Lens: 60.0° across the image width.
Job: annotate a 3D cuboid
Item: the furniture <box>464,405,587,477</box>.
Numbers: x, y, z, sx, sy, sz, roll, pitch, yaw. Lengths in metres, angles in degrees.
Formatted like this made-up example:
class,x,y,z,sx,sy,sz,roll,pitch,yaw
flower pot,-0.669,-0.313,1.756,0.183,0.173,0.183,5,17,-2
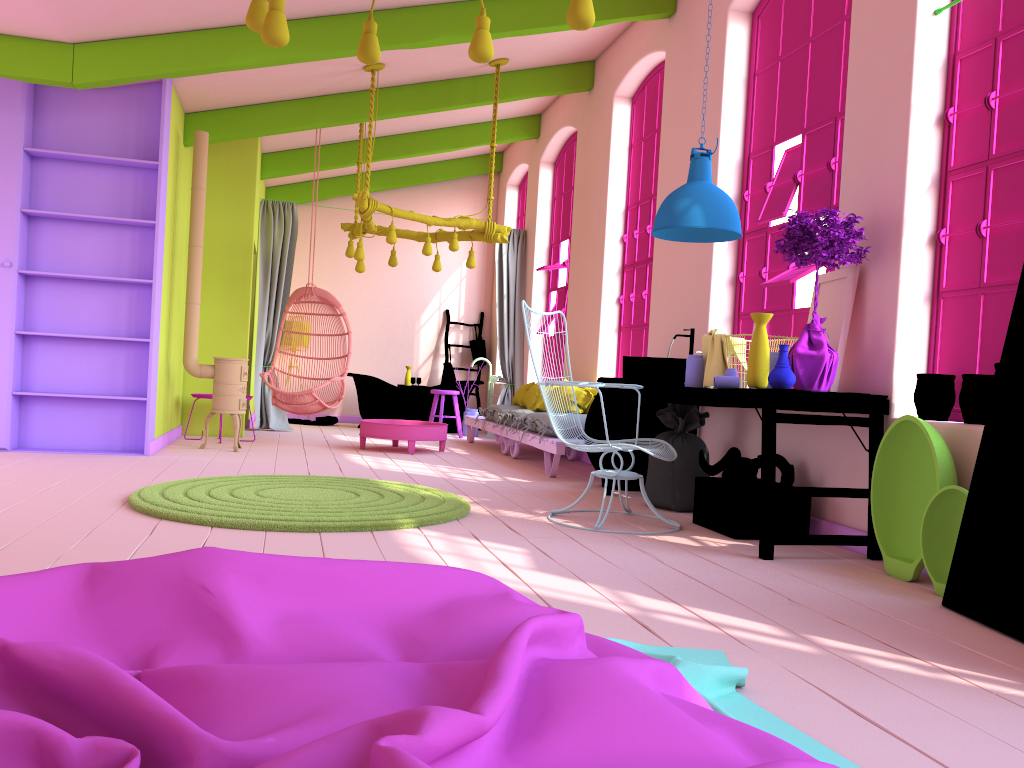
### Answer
class,x,y,z,sx,sy,sz,roll,pitch,yaw
furniture,0.232,0.494,8.991,0.908,0.507,3.774,3,0,-14

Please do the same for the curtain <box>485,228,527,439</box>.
class,x,y,z,sx,sy,sz,roll,pitch,yaw
curtain,-0.020,-0.636,11.358,0.518,2.786,0.525,3,1,5

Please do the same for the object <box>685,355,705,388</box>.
class,x,y,z,sx,sy,sz,roll,pitch,yaw
object,1.123,-0.078,5.447,0.109,0.197,0.109,3,1,-22

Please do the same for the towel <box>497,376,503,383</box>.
class,x,y,z,sx,sy,sz,roll,pitch,yaw
towel,-0.076,-0.063,12.558,0.262,0.102,0.247,3,1,-13

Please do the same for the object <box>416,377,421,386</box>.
class,x,y,z,sx,sy,sz,roll,pitch,yaw
object,-1.276,-0.003,12.117,0.069,0.170,0.069,3,1,5

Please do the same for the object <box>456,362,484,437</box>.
class,x,y,z,sx,sy,sz,roll,pitch,yaw
object,-0.554,0.189,11.550,0.451,0.987,0.277,4,1,30

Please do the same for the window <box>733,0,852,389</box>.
class,x,y,z,sx,sy,sz,roll,pitch,yaw
window,1.854,-1.349,5.701,0.492,3.004,1.497,3,1,-14

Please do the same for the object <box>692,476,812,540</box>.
class,x,y,z,sx,sy,sz,roll,pitch,yaw
object,1.352,0.701,5.041,0.446,0.277,0.521,3,1,-14

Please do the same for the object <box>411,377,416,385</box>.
class,x,y,z,sx,sy,sz,roll,pitch,yaw
object,-1.332,-0.005,11.934,0.069,0.170,0.069,3,1,5

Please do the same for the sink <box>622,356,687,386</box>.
class,x,y,z,sx,sy,sz,roll,pitch,yaw
sink,0.972,-0.090,5.920,0.340,0.194,0.609,3,0,-14

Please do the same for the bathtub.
class,x,y,z,sx,sy,sz,roll,pitch,yaw
bathtub,-1.332,0.266,12.144,1.889,0.740,0.826,3,1,-14

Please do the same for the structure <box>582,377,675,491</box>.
class,x,y,z,sx,sy,sz,roll,pitch,yaw
structure,0.900,0.380,6.805,0.718,0.845,0.718,4,1,43

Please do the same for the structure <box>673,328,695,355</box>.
class,x,y,z,sx,sy,sz,roll,pitch,yaw
structure,1.151,-0.180,5.988,0.166,0.397,0.087,3,1,-5

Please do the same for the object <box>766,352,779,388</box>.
class,x,y,z,sx,sy,sz,roll,pitch,yaw
object,1.397,-0.066,4.668,0.109,0.197,0.109,4,1,23

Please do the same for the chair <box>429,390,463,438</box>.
class,x,y,z,sx,sy,sz,roll,pitch,yaw
chair,-0.869,0.375,11.124,0.446,0.593,0.473,4,1,45

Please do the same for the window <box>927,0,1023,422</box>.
class,x,y,z,sx,sy,sz,roll,pitch,yaw
window,2.317,-1.318,3.840,0.072,3.048,1.274,3,1,-14

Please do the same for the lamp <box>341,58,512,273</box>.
class,x,y,z,sx,sy,sz,roll,pitch,yaw
lamp,-1.071,-2.200,8.832,1.611,2.265,1.775,3,1,-32

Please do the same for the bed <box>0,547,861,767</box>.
class,x,y,z,sx,sy,sz,roll,pitch,yaw
bed,-0.281,0.524,0.693,2.803,0.514,3.575,3,0,-14

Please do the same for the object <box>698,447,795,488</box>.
class,x,y,z,sx,sy,sz,roll,pitch,yaw
object,1.353,0.606,5.187,0.300,0.448,0.672,3,1,-39

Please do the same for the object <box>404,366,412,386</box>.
class,x,y,z,sx,sy,sz,roll,pitch,yaw
object,-1.414,-0.084,12.081,0.097,0.321,0.097,3,1,-3

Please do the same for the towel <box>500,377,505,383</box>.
class,x,y,z,sx,sy,sz,roll,pitch,yaw
towel,-0.011,-0.057,12.299,0.247,0.102,0.262,3,1,-23

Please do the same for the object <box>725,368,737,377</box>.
class,x,y,z,sx,sy,sz,roll,pitch,yaw
object,1.257,-0.029,5.092,0.065,0.118,0.065,4,1,34

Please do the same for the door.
class,x,y,z,sx,sy,sz,roll,pitch,yaw
door,2.006,-0.208,2.891,0.450,2.211,1.153,3,1,-4

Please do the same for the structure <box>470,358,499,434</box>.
class,x,y,z,sx,sy,sz,roll,pitch,yaw
structure,-0.351,0.167,12.368,0.451,1.062,0.254,4,1,29

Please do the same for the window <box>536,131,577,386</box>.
class,x,y,z,sx,sy,sz,roll,pitch,yaw
window,0.651,-1.451,10.464,0.551,3.010,1.513,3,1,-14

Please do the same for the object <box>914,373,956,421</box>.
class,x,y,z,sx,sy,sz,roll,pitch,yaw
object,2.022,0.064,4.244,0.182,0.223,0.182,3,1,-37

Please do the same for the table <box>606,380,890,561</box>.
class,x,y,z,sx,sy,sz,roll,pitch,yaw
table,1.266,0.422,5.342,0.655,0.821,2.192,3,1,-14

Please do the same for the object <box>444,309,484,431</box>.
class,x,y,z,sx,sy,sz,roll,pitch,yaw
object,-0.715,-0.208,13.039,0.603,1.765,0.410,3,1,-14

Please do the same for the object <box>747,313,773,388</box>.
class,x,y,z,sx,sy,sz,roll,pitch,yaw
object,1.273,-0.170,4.562,0.116,0.383,0.116,2,1,-40

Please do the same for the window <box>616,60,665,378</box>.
class,x,y,z,sx,sy,sz,roll,pitch,yaw
window,1.249,-1.409,8.085,0.072,3.048,1.274,3,1,-14

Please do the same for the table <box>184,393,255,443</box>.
class,x,y,z,sx,sy,sz,roll,pitch,yaw
table,-2.904,0.337,8.857,0.596,0.458,0.596,4,1,23

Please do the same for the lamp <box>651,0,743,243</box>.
class,x,y,z,sx,sy,sz,roll,pitch,yaw
lamp,1.142,-1.872,5.203,0.528,2.002,0.529,4,1,17

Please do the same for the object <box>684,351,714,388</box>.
class,x,y,z,sx,sy,sz,roll,pitch,yaw
object,1.232,-0.098,5.744,0.165,0.250,0.411,4,1,21

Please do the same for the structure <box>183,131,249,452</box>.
class,x,y,z,sx,sy,sz,roll,pitch,yaw
structure,-2.609,-0.817,8.027,0.577,2.815,0.403,3,1,3

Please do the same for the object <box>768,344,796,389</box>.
class,x,y,z,sx,sy,sz,roll,pitch,yaw
object,1.335,-0.084,4.375,0.132,0.219,0.132,3,1,3

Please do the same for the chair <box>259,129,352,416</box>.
class,x,y,z,sx,sy,sz,roll,pitch,yaw
chair,-2.043,-1.241,9.021,0.860,3.130,0.806,3,1,6

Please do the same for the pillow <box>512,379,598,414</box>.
class,x,y,z,sx,sy,sz,roll,pitch,yaw
pillow,0.396,0.138,9.105,0.578,0.399,1.997,3,0,-14

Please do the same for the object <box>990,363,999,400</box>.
class,x,y,z,sx,sy,sz,roll,pitch,yaw
object,2.150,0.050,3.753,0.223,0.272,0.223,3,1,-27

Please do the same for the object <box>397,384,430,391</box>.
class,x,y,z,sx,sy,sz,roll,pitch,yaw
object,-1.352,0.053,12.133,0.360,0.068,1.323,3,0,-14

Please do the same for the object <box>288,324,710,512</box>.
class,x,y,z,sx,sy,sz,roll,pitch,yaw
object,-0.882,-0.107,9.170,2.827,1.580,7.862,3,0,-13

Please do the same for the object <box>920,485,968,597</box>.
class,x,y,z,sx,sy,sz,roll,pitch,yaw
object,1.846,0.646,3.643,0.137,0.463,0.284,3,1,-29

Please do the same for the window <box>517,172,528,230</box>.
class,x,y,z,sx,sy,sz,roll,pitch,yaw
window,0.185,-1.500,12.314,0.072,3.048,1.274,3,1,-14

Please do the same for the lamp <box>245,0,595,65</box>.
class,x,y,z,sx,sy,sz,roll,pitch,yaw
lamp,-0.426,-2.321,3.275,1.611,2.265,1.775,3,1,-32

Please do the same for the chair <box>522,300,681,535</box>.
class,x,y,z,sx,sy,sz,roll,pitch,yaw
chair,0.546,0.177,5.114,0.924,1.238,1.078,4,1,21

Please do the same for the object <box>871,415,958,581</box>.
class,x,y,z,sx,sy,sz,roll,pitch,yaw
object,1.844,0.510,3.976,0.218,0.734,0.450,3,1,-14

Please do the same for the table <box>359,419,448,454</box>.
class,x,y,z,sx,sy,sz,roll,pitch,yaw
table,-1.096,0.528,8.954,0.885,0.285,0.885,3,0,12

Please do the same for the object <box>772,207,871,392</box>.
class,x,y,z,sx,sy,sz,roll,pitch,yaw
object,1.561,-0.433,4.570,0.502,0.951,0.441,4,1,36

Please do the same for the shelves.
class,x,y,z,sx,sy,sz,roll,pitch,yaw
shelves,-3.750,-1.007,6.972,1.842,3.105,0.384,3,1,-14

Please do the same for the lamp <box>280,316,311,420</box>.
class,x,y,z,sx,sy,sz,roll,pitch,yaw
lamp,-3.075,-0.218,12.337,0.491,1.467,0.476,4,1,16

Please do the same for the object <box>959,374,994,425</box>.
class,x,y,z,sx,sy,sz,roll,pitch,yaw
object,2.095,0.070,3.955,0.182,0.223,0.182,3,1,-32

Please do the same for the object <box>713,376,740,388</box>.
class,x,y,z,sx,sy,sz,roll,pitch,yaw
object,1.213,-0.007,5.013,0.137,0.076,0.076,3,1,6

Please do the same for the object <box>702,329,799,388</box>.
class,x,y,z,sx,sy,sz,roll,pitch,yaw
object,1.379,-0.145,5.326,0.444,0.369,0.633,3,1,-14

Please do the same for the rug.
class,x,y,z,sx,sy,sz,roll,pitch,yaw
rug,-1.195,0.670,5.164,1.889,0.050,1.888,3,0,-27

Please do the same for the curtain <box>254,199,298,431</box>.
class,x,y,z,sx,sy,sz,roll,pitch,yaw
curtain,-2.864,-0.850,10.644,0.518,2.786,0.525,3,1,-33
